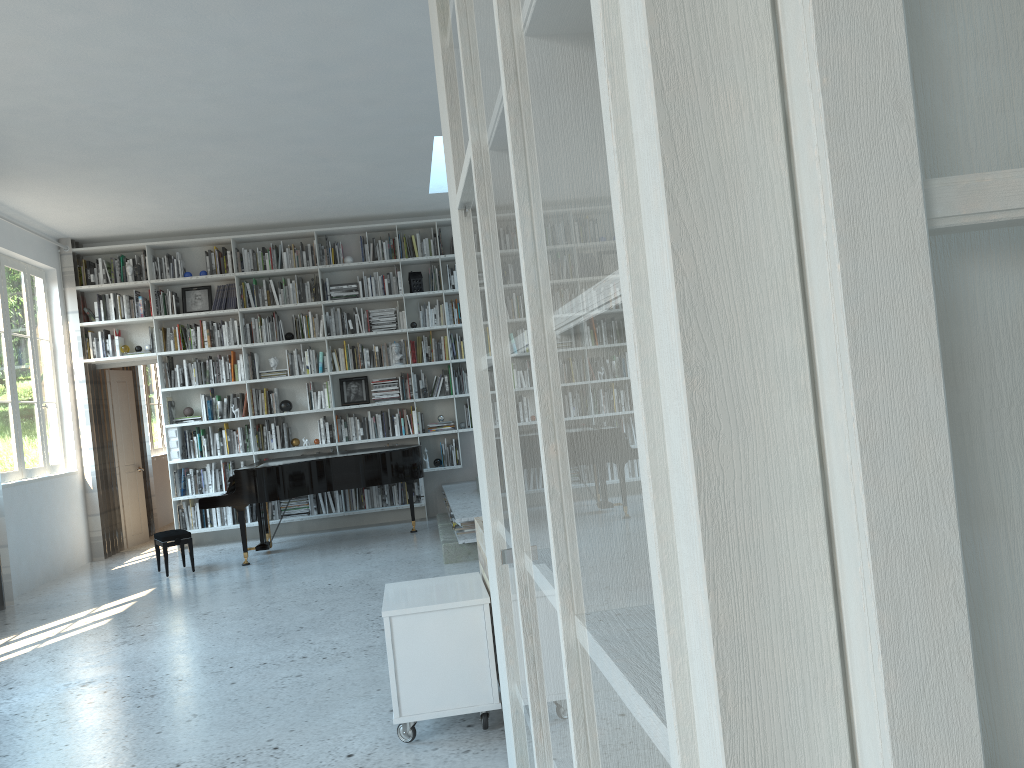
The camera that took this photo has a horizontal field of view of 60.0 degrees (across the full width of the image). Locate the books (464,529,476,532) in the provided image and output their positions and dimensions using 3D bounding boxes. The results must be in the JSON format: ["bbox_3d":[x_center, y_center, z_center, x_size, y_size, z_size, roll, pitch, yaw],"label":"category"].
[{"bbox_3d":[-0.316,1.124,6.925,0.132,0.014,0.205,-6,-1,-7],"label":"books"}]

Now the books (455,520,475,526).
[{"bbox_3d":[-0.346,1.070,6.923,0.156,0.027,0.287,-6,-1,-12],"label":"books"}]

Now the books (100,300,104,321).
[{"bbox_3d":[-4.162,-0.736,9.076,0.022,0.228,0.171,-6,0,-7],"label":"books"}]

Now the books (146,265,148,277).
[{"bbox_3d":[-3.734,-1.165,9.144,0.025,0.259,0.138,-6,0,-7],"label":"books"}]

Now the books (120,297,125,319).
[{"bbox_3d":[-3.976,-0.763,9.100,0.021,0.244,0.173,-6,0,-7],"label":"books"}]

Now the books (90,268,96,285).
[{"bbox_3d":[-4.262,-1.074,9.065,0.028,0.186,0.182,-6,-1,-7],"label":"books"}]

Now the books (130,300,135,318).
[{"bbox_3d":[-3.886,-0.756,9.127,0.028,0.212,0.138,-6,0,-7],"label":"books"}]

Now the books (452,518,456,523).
[{"bbox_3d":[-0.386,1.103,7.224,0.191,0.015,0.246,-6,-1,-6],"label":"books"}]

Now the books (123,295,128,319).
[{"bbox_3d":[-3.943,-0.775,9.102,0.025,0.261,0.167,-6,0,-7],"label":"books"}]

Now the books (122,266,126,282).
[{"bbox_3d":[-3.959,-1.105,9.112,0.024,0.187,0.159,-6,0,-7],"label":"books"}]

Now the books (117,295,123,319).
[{"bbox_3d":[-4.006,-0.772,9.097,0.013,0.268,0.162,-6,0,-7],"label":"books"}]

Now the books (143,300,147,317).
[{"bbox_3d":[-3.758,-0.761,9.148,0.029,0.196,0.146,-6,0,-7],"label":"books"}]

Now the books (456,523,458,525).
[{"bbox_3d":[-0.371,1.126,7.225,0.170,0.006,0.268,-6,-1,-7],"label":"books"}]

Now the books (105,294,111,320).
[{"bbox_3d":[-4.120,-0.770,9.099,0.028,0.288,0.132,-6,0,-7],"label":"books"}]

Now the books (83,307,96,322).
[{"bbox_3d":[-4.302,-0.695,9.082,0.121,0.176,0.129,-6,0,-7],"label":"books"}]

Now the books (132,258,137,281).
[{"bbox_3d":[-3.858,-1.152,9.124,0.027,0.259,0.147,-6,0,-7],"label":"books"}]

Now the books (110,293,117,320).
[{"bbox_3d":[-4.059,-0.776,9.080,0.021,0.286,0.179,-6,0,-7],"label":"books"}]

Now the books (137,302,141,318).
[{"bbox_3d":[-3.815,-0.748,9.134,0.031,0.182,0.151,-6,0,-7],"label":"books"}]

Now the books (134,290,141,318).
[{"bbox_3d":[-3.841,-0.807,9.116,0.012,0.303,0.189,-6,0,-7],"label":"books"}]

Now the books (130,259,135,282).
[{"bbox_3d":[-3.882,-1.146,9.124,0.021,0.253,0.179,-6,0,-7],"label":"books"}]

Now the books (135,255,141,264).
[{"bbox_3d":[-3.841,-1.170,9.139,0.013,0.292,0.154,-6,0,-7],"label":"books"}]

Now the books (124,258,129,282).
[{"bbox_3d":[-3.946,-1.151,9.121,0.013,0.275,0.158,-6,0,-7],"label":"books"}]

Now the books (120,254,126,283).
[{"bbox_3d":[-3.993,-1.166,9.120,0.029,0.314,0.129,-6,0,-7],"label":"books"}]

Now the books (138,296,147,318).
[{"bbox_3d":[-3.785,-0.775,9.116,0.029,0.229,0.191,-6,0,-7],"label":"books"}]

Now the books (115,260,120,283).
[{"bbox_3d":[-4.033,-1.133,9.119,0.030,0.257,0.130,-6,0,-7],"label":"books"}]

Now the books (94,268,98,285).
[{"bbox_3d":[-4.236,-1.081,9.094,0.031,0.195,0.145,-6,0,-7],"label":"books"}]

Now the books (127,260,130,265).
[{"bbox_3d":[-3.903,-1.140,9.112,0.025,0.244,0.167,-6,0,-7],"label":"books"}]

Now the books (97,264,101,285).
[{"bbox_3d":[-4.200,-1.100,9.090,0.024,0.227,0.157,-6,0,-7],"label":"books"}]

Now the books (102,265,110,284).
[{"bbox_3d":[-4.142,-1.096,9.077,0.030,0.206,0.175,-6,0,-7],"label":"books"}]

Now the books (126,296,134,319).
[{"bbox_3d":[-3.915,-0.773,9.105,0.030,0.251,0.166,-6,0,-7],"label":"books"}]

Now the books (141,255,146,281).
[{"bbox_3d":[-3.772,-1.174,9.139,0.022,0.286,0.175,-6,0,-7],"label":"books"}]

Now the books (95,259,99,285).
[{"bbox_3d":[-4.218,-1.126,9.080,0.010,0.281,0.160,-6,0,-7],"label":"books"}]

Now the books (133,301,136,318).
[{"bbox_3d":[-3.858,-0.751,9.138,0.029,0.197,0.144,-6,0,-7],"label":"books"}]

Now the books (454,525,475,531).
[{"bbox_3d":[-0.354,1.112,6.921,0.187,0.017,0.205,-6,-1,-2],"label":"books"}]

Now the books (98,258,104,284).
[{"bbox_3d":[-4.176,-1.131,9.084,0.028,0.283,0.189,-6,0,-7],"label":"books"}]

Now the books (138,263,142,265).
[{"bbox_3d":[-3.818,-1.129,9.136,0.023,0.205,0.146,-6,0,-7],"label":"books"}]

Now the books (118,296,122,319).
[{"bbox_3d":[-3.993,-0.764,9.098,0.012,0.249,0.192,-6,0,-7],"label":"books"}]

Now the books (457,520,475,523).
[{"bbox_3d":[-0.349,1.049,6.923,0.165,0.015,0.243,-6,-1,-3],"label":"books"}]

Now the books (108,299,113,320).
[{"bbox_3d":[-4.092,-0.748,9.102,0.024,0.239,0.155,-6,0,-7],"label":"books"}]

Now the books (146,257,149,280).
[{"bbox_3d":[-3.704,-1.165,9.110,0.024,0.252,0.235,-6,0,-7],"label":"books"}]

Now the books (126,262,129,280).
[{"bbox_3d":[-3.926,-1.128,9.122,0.021,0.226,0.156,-6,0,-7],"label":"books"}]

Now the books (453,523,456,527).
[{"bbox_3d":[-0.386,1.133,7.224,0.191,0.006,0.275,-6,-1,-5],"label":"books"}]

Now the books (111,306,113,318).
[{"bbox_3d":[-4.072,-0.735,9.093,0.010,0.208,0.165,-6,0,-7],"label":"books"}]

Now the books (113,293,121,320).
[{"bbox_3d":[-4.033,-0.781,9.102,0.037,0.292,0.155,-6,0,-7],"label":"books"}]

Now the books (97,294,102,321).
[{"bbox_3d":[-4.208,-0.765,9.085,0.011,0.296,0.162,-6,0,-7],"label":"books"}]

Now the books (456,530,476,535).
[{"bbox_3d":[-0.344,1.143,6.922,0.184,0.017,0.230,-6,-1,-5],"label":"books"}]

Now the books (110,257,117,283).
[{"bbox_3d":[-4.067,-1.142,9.096,0.039,0.282,0.181,-6,0,-7],"label":"books"}]

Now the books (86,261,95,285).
[{"bbox_3d":[-4.292,-1.112,9.061,0.025,0.269,0.177,-6,0,-7],"label":"books"}]

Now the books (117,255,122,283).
[{"bbox_3d":[-4.012,-1.158,9.107,0.014,0.304,0.145,-6,0,-7],"label":"books"}]

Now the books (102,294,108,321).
[{"bbox_3d":[-4.142,-0.765,9.074,0.023,0.282,0.186,-6,0,-7],"label":"books"}]

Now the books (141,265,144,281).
[{"bbox_3d":[-3.791,-1.121,9.136,0.028,0.185,0.167,-6,0,-7],"label":"books"}]

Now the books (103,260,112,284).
[{"bbox_3d":[-4.111,-1.128,9.075,0.057,0.262,0.190,-6,0,-7],"label":"books"}]

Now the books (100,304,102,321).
[{"bbox_3d":[-4.186,-0.715,9.099,0.024,0.192,0.138,-6,0,-7],"label":"books"}]

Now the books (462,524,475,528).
[{"bbox_3d":[-0.324,1.091,6.925,0.137,0.019,0.224,-6,-1,-6],"label":"books"}]

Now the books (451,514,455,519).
[{"bbox_3d":[-0.365,1.027,6.921,0.192,0.014,0.256,-6,-1,-11],"label":"books"}]

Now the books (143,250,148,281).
[{"bbox_3d":[-3.756,-1.202,9.136,0.014,0.337,0.168,-6,0,-7],"label":"books"}]

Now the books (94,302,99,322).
[{"bbox_3d":[-4.226,-0.723,9.080,0.034,0.218,0.166,-6,0,-7],"label":"books"}]
